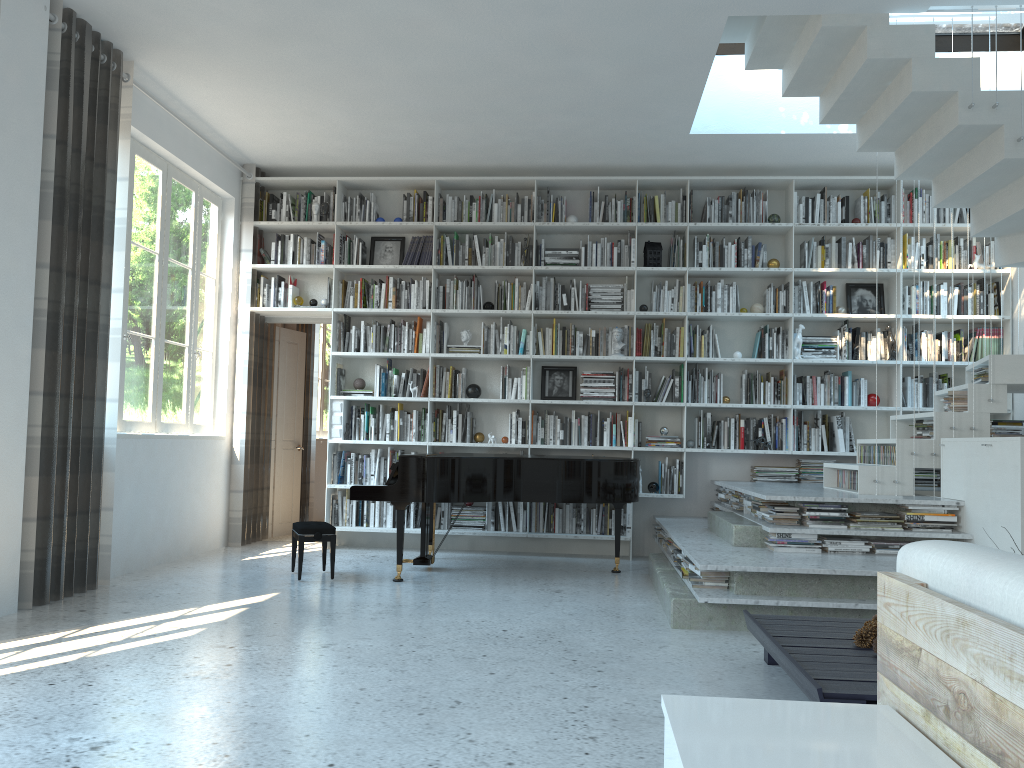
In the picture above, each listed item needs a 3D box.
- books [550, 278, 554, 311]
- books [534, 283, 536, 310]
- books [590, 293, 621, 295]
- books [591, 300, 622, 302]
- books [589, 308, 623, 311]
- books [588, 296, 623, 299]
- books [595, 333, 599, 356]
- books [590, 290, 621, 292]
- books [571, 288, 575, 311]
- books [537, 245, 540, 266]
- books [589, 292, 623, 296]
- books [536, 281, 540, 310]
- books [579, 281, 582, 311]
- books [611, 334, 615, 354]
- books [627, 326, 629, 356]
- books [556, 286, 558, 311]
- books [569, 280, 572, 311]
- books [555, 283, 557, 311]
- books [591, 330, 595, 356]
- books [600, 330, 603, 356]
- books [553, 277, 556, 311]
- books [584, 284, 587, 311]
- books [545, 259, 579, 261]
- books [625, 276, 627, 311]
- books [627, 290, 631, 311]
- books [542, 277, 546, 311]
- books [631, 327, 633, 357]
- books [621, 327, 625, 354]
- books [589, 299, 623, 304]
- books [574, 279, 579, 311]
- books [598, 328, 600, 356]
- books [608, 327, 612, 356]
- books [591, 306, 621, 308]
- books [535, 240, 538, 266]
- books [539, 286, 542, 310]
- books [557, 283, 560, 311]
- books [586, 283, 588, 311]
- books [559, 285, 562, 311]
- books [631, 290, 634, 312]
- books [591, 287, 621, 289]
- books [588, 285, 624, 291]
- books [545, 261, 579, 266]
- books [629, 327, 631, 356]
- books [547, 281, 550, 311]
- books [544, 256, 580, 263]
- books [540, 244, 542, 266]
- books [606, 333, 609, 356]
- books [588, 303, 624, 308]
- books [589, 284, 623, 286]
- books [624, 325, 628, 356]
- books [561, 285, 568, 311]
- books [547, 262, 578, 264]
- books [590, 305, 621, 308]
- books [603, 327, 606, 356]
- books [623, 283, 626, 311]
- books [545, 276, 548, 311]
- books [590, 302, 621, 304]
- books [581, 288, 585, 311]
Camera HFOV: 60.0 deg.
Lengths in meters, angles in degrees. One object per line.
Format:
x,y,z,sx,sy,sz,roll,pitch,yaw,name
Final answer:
0.340,-0.735,7.503,0.029,0.295,0.151,1,-3,5,books
0.202,-0.717,7.515,0.012,0.254,0.161,1,-3,5,books
0.790,-0.743,7.463,0.254,0.012,0.161,1,-4,7,books
0.789,-0.683,7.460,0.254,0.012,0.161,1,-4,3,books
0.788,-0.622,7.459,0.285,0.012,0.159,1,-4,6,books
0.789,-0.719,7.459,0.285,0.012,0.159,1,-4,8,books
0.710,-0.314,7.430,0.029,0.200,0.178,1,-3,5,books
0.790,-0.768,7.458,0.254,0.012,0.161,1,-4,10,books
0.514,-0.693,7.478,0.024,0.216,0.148,1,-3,5,books
0.228,-1.057,7.512,0.027,0.201,0.167,1,-3,5,books
0.790,-0.755,7.466,0.285,0.012,0.159,1,-4,4,books
0.220,-0.724,7.504,0.026,0.267,0.171,1,-3,5,books
0.576,-0.719,7.463,0.021,0.269,0.191,1,-3,5,books
0.849,-0.311,7.433,0.035,0.201,0.149,1,-3,5,books
0.970,-0.342,7.417,0.014,0.266,0.154,1,-3,5,books
0.382,-0.704,7.492,0.014,0.233,0.147,1,-3,5,books
0.492,-0.727,7.488,0.022,0.285,0.131,1,-3,5,books
0.370,-0.713,7.494,0.011,0.251,0.153,1,-3,5,books
0.681,-0.327,7.431,0.029,0.224,0.185,1,-3,5,books
0.751,-0.327,7.453,0.025,0.230,0.143,1,-3,5,books
0.360,-0.738,7.493,0.011,0.300,0.179,1,-3,5,books
0.618,-0.706,7.465,0.015,0.244,0.183,1,-3,5,books
0.426,-1.031,7.510,0.285,0.012,0.159,1,-4,3,books
0.958,-0.735,7.450,0.012,0.318,0.140,1,-3,5,books
0.977,-0.675,7.442,0.029,0.198,0.172,1,-3,5,books
0.273,-0.738,7.498,0.026,0.297,0.179,1,-3,5,books
1.003,-0.339,7.434,0.023,0.264,0.107,1,-3,5,books
0.926,-0.339,7.427,0.025,0.259,0.130,1,-3,5,books
0.789,-0.695,7.463,0.285,0.012,0.159,1,-4,6,books
0.543,-0.730,7.480,0.049,0.291,0.162,1,-3,5,books
0.730,-0.337,7.419,0.012,0.245,0.186,1,-3,5,books
0.821,-0.340,7.439,0.024,0.259,0.126,1,-3,5,books
0.788,-0.634,7.461,0.254,0.012,0.161,1,-4,5,books
0.211,-1.083,7.535,0.012,0.254,0.161,1,-3,5,books
0.248,-0.703,7.516,0.027,0.228,0.147,1,-3,5,books
0.396,-0.712,7.488,0.014,0.250,0.173,1,-3,5,books
0.631,-0.707,7.452,0.013,0.246,0.176,1,-3,5,books
0.408,-0.706,7.488,0.011,0.239,0.147,1,-3,5,books
1.007,-0.678,7.445,0.030,0.205,0.158,1,-3,5,books
0.791,-0.793,7.470,0.254,0.012,0.161,1,-4,5,books
0.791,-0.806,7.459,0.285,0.012,0.159,1,-4,0,books
0.425,-1.019,7.507,0.285,0.012,0.159,1,-4,2,books
0.985,-0.338,7.428,0.014,0.260,0.137,1,-3,5,books
0.312,-0.722,7.487,0.025,0.265,0.185,1,-3,5,books
0.427,-1.049,7.504,0.285,0.024,0.159,1,-4,10,books
0.249,-1.065,7.524,0.013,0.218,0.141,1,-3,5,books
0.798,-0.314,7.446,0.022,0.206,0.114,1,-3,5,books
0.788,-0.659,7.456,0.285,0.012,0.159,1,-4,2,books
0.791,-0.818,7.467,0.285,0.012,0.159,1,-4,7,books
0.952,-0.347,7.436,0.025,0.279,0.108,1,-3,5,books
0.447,-0.705,7.478,0.066,0.236,0.154,1,-3,5,books
0.425,-1.007,7.506,0.254,0.012,0.161,1,-4,2,books
0.788,-0.647,7.460,0.254,0.012,0.161,1,-4,4,books
0.774,-0.342,7.433,0.025,0.258,0.150,1,-3,5,books
0.944,-0.704,7.433,0.012,0.254,0.161,1,-3,5,books
0.295,-0.744,7.515,0.014,0.313,0.133,1,-3,5,books
0.788,-0.671,7.459,0.254,0.012,0.161,1,-4,7,books
0.600,-0.691,7.475,0.024,0.216,0.132,1,-3,5,books
